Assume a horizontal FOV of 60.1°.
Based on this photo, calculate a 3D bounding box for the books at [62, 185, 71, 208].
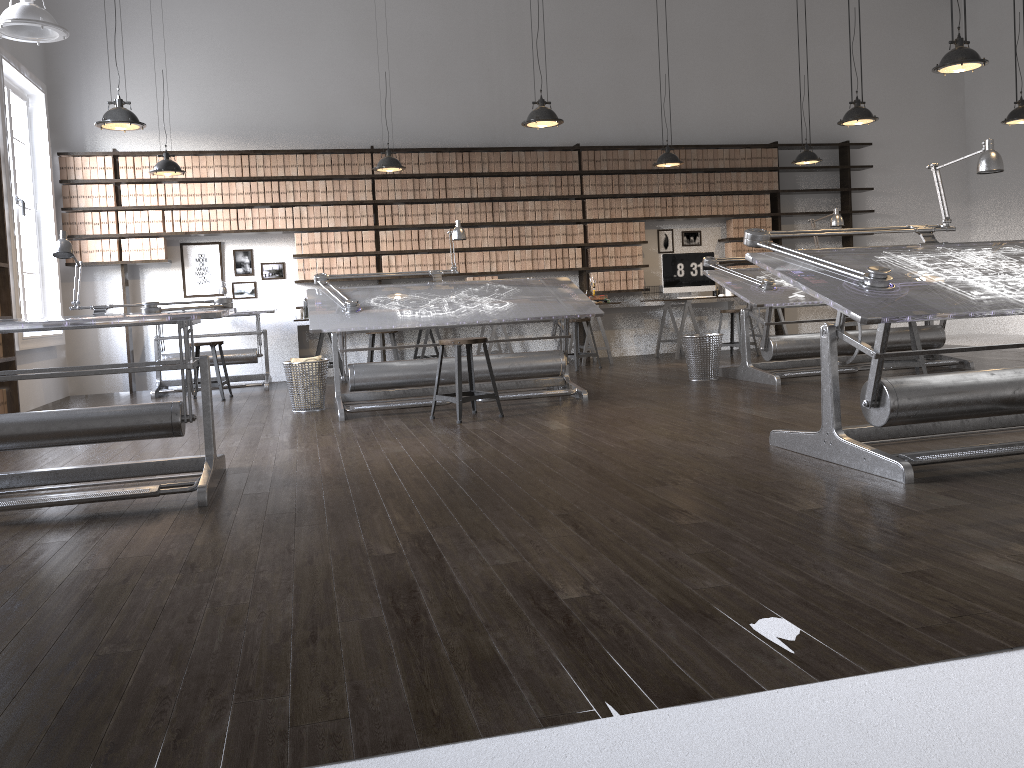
[{"bbox_3d":[-4.452,-1.870,8.883,0.067,0.225,0.175,-4,4,-13],"label":"books"}]

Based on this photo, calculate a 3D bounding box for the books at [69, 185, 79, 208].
[{"bbox_3d":[-4.383,-1.875,8.895,0.067,0.225,0.175,-4,4,-13],"label":"books"}]

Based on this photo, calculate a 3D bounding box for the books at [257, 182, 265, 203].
[{"bbox_3d":[-2.636,-2.000,9.310,0.067,0.225,0.175,-4,4,-13],"label":"books"}]

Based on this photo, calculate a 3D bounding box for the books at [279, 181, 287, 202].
[{"bbox_3d":[-2.418,-2.017,9.364,0.067,0.225,0.175,-4,4,-13],"label":"books"}]

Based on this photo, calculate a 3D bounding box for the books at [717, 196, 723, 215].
[{"bbox_3d":[2.428,-2.110,10.510,0.067,0.225,0.175,-4,4,-13],"label":"books"}]

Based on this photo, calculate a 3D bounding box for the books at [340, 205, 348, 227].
[{"bbox_3d":[-1.809,-1.794,9.509,0.067,0.225,0.175,-4,4,-13],"label":"books"}]

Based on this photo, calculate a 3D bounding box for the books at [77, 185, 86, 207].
[{"bbox_3d":[-4.313,-1.880,8.914,0.067,0.225,0.175,-4,4,-13],"label":"books"}]

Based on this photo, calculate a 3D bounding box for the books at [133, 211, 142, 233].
[{"bbox_3d":[-3.809,-1.645,9.045,0.067,0.225,0.175,-4,4,-13],"label":"books"}]

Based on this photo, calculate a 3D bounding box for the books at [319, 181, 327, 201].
[{"bbox_3d":[-2.019,-2.046,9.454,0.067,0.225,0.175,-4,4,-13],"label":"books"}]

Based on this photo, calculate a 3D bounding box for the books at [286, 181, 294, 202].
[{"bbox_3d":[-2.348,-2.021,9.375,0.067,0.225,0.175,-4,4,-13],"label":"books"}]

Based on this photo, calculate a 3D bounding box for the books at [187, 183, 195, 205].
[{"bbox_3d":[-3.304,-1.950,9.154,0.067,0.225,0.175,-4,4,-13],"label":"books"}]

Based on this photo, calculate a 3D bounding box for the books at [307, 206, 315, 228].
[{"bbox_3d":[-2.143,-1.769,9.437,0.067,0.225,0.175,-4,4,-13],"label":"books"}]

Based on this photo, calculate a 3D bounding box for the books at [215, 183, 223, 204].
[{"bbox_3d":[-3.041,-1.969,9.211,0.067,0.225,0.175,-4,4,-13],"label":"books"}]

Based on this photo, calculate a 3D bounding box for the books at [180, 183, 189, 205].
[{"bbox_3d":[-3.373,-1.945,9.138,0.067,0.225,0.175,-4,4,-13],"label":"books"}]

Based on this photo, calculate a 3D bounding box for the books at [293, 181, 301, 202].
[{"bbox_3d":[-2.280,-2.027,9.396,0.067,0.225,0.175,-4,4,-13],"label":"books"}]

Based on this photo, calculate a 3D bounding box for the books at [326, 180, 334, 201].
[{"bbox_3d":[-1.948,-2.051,9.469,0.067,0.225,0.175,-4,4,-13],"label":"books"}]

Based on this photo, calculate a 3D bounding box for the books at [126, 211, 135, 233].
[{"bbox_3d":[-3.875,-1.639,9.025,0.067,0.225,0.175,-4,4,-13],"label":"books"}]

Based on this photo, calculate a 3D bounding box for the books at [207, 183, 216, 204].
[{"bbox_3d":[-3.112,-1.964,9.197,0.067,0.225,0.175,-4,4,-13],"label":"books"}]

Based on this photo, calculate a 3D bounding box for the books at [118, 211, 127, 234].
[{"bbox_3d":[-3.945,-1.634,9.005,0.067,0.225,0.175,-4,4,-13],"label":"books"}]

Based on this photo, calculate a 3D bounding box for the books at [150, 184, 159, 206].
[{"bbox_3d":[-3.656,-1.924,9.072,0.067,0.225,0.175,-4,4,-13],"label":"books"}]

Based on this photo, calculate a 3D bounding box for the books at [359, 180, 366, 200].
[{"bbox_3d":[-1.619,-2.076,9.548,0.067,0.225,0.175,-4,4,-13],"label":"books"}]

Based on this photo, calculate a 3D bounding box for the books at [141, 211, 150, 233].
[{"bbox_3d":[-3.740,-1.650,9.059,0.067,0.225,0.175,-4,4,-13],"label":"books"}]

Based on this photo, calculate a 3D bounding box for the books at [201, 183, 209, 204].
[{"bbox_3d":[-3.173,-1.960,9.184,0.067,0.225,0.175,-4,4,-13],"label":"books"}]

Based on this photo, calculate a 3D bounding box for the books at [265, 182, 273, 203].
[{"bbox_3d":[-2.563,-2.006,9.330,0.067,0.225,0.175,-4,4,-13],"label":"books"}]

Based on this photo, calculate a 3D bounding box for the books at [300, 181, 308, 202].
[{"bbox_3d":[-2.211,-2.032,9.412,0.067,0.225,0.175,-4,4,-13],"label":"books"}]

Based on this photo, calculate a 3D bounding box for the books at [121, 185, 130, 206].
[{"bbox_3d":[-3.921,-1.904,9.006,0.067,0.225,0.175,-4,4,-13],"label":"books"}]

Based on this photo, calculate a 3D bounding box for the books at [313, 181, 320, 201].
[{"bbox_3d":[-2.080,-2.042,9.441,0.067,0.225,0.175,-4,4,-13],"label":"books"}]

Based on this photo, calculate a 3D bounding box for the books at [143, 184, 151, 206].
[{"bbox_3d":[-3.719,-1.919,9.055,0.067,0.225,0.175,-4,4,-13],"label":"books"}]

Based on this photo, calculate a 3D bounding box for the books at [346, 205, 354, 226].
[{"bbox_3d":[-1.745,-1.799,9.530,0.067,0.225,0.175,-4,4,-13],"label":"books"}]

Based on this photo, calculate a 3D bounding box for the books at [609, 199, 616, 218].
[{"bbox_3d":[1.133,-2.014,10.209,0.067,0.225,0.175,-4,4,-13],"label":"books"}]

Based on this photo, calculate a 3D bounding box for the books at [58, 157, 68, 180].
[{"bbox_3d":[-4.474,-2.145,8.863,0.067,0.225,0.175,-4,4,-13],"label":"books"}]

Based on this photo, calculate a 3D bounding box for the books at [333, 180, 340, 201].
[{"bbox_3d":[-1.881,-2.057,9.489,0.067,0.225,0.175,-4,4,-13],"label":"books"}]

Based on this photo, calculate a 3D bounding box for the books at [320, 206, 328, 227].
[{"bbox_3d":[-2.006,-1.779,9.464,0.067,0.225,0.175,-4,4,-13],"label":"books"}]

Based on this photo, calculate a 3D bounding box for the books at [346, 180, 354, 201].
[{"bbox_3d":[-1.744,-2.066,9.516,0.067,0.225,0.175,-4,4,-13],"label":"books"}]

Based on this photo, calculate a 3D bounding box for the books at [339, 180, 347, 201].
[{"bbox_3d":[-1.813,-2.062,9.507,0.067,0.225,0.175,-4,4,-13],"label":"books"}]

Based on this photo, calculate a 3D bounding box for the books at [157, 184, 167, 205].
[{"bbox_3d":[-3.583,-1.929,9.084,0.067,0.225,0.175,-4,4,-13],"label":"books"}]

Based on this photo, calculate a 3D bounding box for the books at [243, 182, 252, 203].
[{"bbox_3d":[-2.767,-1.990,9.275,0.067,0.225,0.175,-4,4,-13],"label":"books"}]

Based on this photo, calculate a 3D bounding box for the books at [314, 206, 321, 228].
[{"bbox_3d":[-2.075,-1.774,9.452,0.067,0.225,0.175,-4,4,-13],"label":"books"}]

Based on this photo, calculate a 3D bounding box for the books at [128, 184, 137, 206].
[{"bbox_3d":[-3.850,-1.909,9.019,0.067,0.225,0.175,-4,4,-13],"label":"books"}]

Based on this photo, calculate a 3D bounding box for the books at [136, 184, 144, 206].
[{"bbox_3d":[-3.779,-1.914,9.036,0.067,0.225,0.175,-4,4,-13],"label":"books"}]

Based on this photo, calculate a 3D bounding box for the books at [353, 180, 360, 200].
[{"bbox_3d":[-1.680,-2.072,9.536,0.067,0.225,0.175,-4,4,-13],"label":"books"}]

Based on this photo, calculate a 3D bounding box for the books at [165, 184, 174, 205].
[{"bbox_3d":[-3.511,-1.935,9.106,0.067,0.225,0.175,-4,4,-13],"label":"books"}]

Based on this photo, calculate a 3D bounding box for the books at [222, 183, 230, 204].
[{"bbox_3d":[-2.974,-1.975,9.231,0.067,0.225,0.175,-4,4,-13],"label":"books"}]

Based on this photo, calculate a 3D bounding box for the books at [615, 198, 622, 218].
[{"bbox_3d":[1.201,-2.019,10.223,0.067,0.225,0.175,-4,4,-13],"label":"books"}]

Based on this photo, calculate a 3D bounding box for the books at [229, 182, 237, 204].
[{"bbox_3d":[-2.906,-1.980,9.249,0.067,0.225,0.175,-4,4,-13],"label":"books"}]

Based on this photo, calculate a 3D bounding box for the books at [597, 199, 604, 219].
[{"bbox_3d":[0.996,-2.003,10.170,0.067,0.225,0.175,-4,4,-13],"label":"books"}]

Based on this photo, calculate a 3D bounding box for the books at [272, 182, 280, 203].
[{"bbox_3d":[-2.489,-2.011,9.341,0.067,0.225,0.175,-4,4,-13],"label":"books"}]

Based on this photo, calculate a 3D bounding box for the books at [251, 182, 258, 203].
[{"bbox_3d":[-2.696,-1.995,9.291,0.067,0.225,0.175,-4,4,-13],"label":"books"}]

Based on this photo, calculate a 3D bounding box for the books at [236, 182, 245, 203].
[{"bbox_3d":[-2.838,-1.985,9.261,0.067,0.225,0.175,-4,4,-13],"label":"books"}]

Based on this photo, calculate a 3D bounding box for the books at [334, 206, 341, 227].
[{"bbox_3d":[-1.875,-1.789,9.498,0.067,0.225,0.175,-4,4,-13],"label":"books"}]

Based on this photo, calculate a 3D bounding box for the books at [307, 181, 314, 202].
[{"bbox_3d":[-2.144,-2.036,9.422,0.067,0.225,0.175,-4,4,-13],"label":"books"}]

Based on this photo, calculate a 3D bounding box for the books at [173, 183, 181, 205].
[{"bbox_3d":[-3.441,-1.940,9.118,0.067,0.225,0.175,-4,4,-13],"label":"books"}]

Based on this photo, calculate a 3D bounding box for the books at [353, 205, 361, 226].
[{"bbox_3d":[-1.676,-1.804,9.546,0.067,0.225,0.175,-4,4,-13],"label":"books"}]

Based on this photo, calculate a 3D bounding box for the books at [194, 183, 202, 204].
[{"bbox_3d":[-3.237,-1.955,9.164,0.067,0.225,0.175,-4,4,-13],"label":"books"}]
